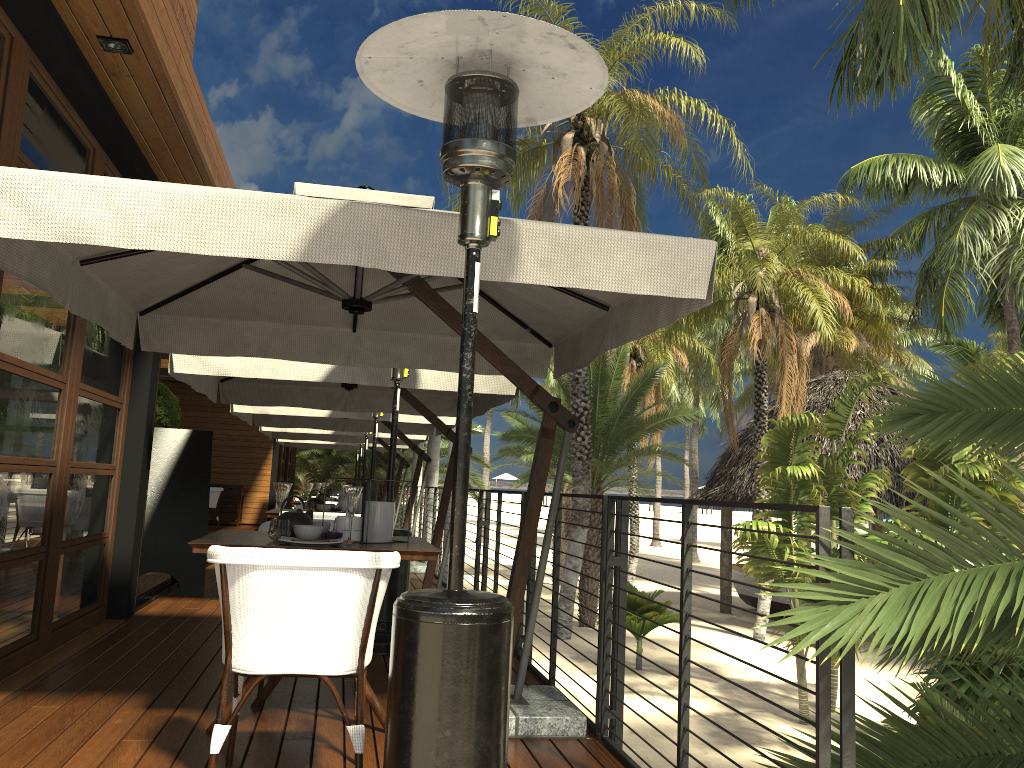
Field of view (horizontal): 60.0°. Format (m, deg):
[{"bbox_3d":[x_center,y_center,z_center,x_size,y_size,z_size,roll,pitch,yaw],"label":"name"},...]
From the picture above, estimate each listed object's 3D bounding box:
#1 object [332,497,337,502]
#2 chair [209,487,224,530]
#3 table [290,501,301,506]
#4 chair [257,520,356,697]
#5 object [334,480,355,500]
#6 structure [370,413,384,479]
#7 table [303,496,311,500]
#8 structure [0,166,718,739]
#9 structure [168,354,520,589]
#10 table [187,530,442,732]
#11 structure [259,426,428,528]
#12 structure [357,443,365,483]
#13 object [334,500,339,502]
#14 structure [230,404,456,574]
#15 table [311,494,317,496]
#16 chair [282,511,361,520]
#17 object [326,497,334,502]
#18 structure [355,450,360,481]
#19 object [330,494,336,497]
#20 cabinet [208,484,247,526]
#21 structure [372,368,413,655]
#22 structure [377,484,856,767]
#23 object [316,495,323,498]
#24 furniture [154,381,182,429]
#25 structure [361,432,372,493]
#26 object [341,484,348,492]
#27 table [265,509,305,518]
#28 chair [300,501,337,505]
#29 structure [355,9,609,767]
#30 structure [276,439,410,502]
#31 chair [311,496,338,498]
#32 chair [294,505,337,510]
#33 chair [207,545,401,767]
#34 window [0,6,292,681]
[{"bbox_3d":[-2.143,1.379,10.545,0.116,0.065,0.116,4,-7,-12],"label":"object"},{"bbox_3d":[-5.808,2.333,16.661,0.627,0.790,0.615,-3,-9,35],"label":"chair"},{"bbox_3d":[-2.103,1.762,10.296,0.931,0.751,0.929,4,-7,-10],"label":"table"},{"bbox_3d":[-0.978,1.096,4.462,0.627,0.790,0.615,4,-8,-9],"label":"chair"},{"bbox_3d":[-1.901,1.276,10.423,0.263,0.264,0.263,-2,-9,34],"label":"object"},{"bbox_3d":[-1.393,0.892,8.862,0.699,2.198,0.698,6,-8,-23],"label":"structure"},{"bbox_3d":[-2.741,2.128,13.594,0.931,0.751,0.929,4,-7,-10],"label":"table"},{"bbox_3d":[-0.725,0.261,3.887,2.413,2.339,2.408,4,-7,-10],"label":"structure"},{"bbox_3d":[-1.362,0.626,7.176,2.413,2.339,2.408,4,-7,-10],"label":"structure"},{"bbox_3d":[-0.827,1.030,3.700,0.931,0.751,0.929,4,-7,-10],"label":"table"},{"bbox_3d":[-2.634,1.356,13.753,2.413,2.339,2.408,4,-7,-10],"label":"structure"},{"bbox_3d":[-2.650,1.613,15.357,0.699,2.198,0.698,6,-8,-23],"label":"structure"},{"bbox_3d":[-2.001,1.354,10.187,0.080,0.042,0.080,-3,-9,40],"label":"object"},{"bbox_3d":[-1.998,0.991,10.464,2.413,2.339,2.408,4,-7,-10],"label":"structure"},{"bbox_3d":[-3.381,2.495,16.900,0.931,0.751,0.929,4,-7,-10],"label":"table"},{"bbox_3d":[-1.342,1.289,6.212,0.627,0.790,0.615,4,-8,-9],"label":"chair"},{"bbox_3d":[-2.098,1.336,10.169,0.116,0.065,0.116,4,-7,-12],"label":"object"},{"bbox_3d":[-3.281,1.975,18.618,0.699,2.198,0.698,6,-8,-23],"label":"structure"},{"bbox_3d":[-2.733,1.700,13.451,0.116,0.065,0.116,4,-7,-12],"label":"object"},{"bbox_3d":[-6.412,2.497,18.435,1.610,0.840,0.556,4,-8,-10],"label":"cabinet"},{"bbox_3d":[-0.753,0.525,5.552,0.699,2.198,0.698,6,-8,-23],"label":"structure"},{"bbox_3d":[-1.767,2.279,14.802,0.163,1.156,26.209,4,-7,-10],"label":"structure"},{"bbox_3d":[-2.203,1.316,10.135,0.086,0.086,0.086,3,-7,-6],"label":"object"},{"bbox_3d":[-6.594,0.990,13.742,2.614,2.729,2.689,5,-8,-20],"label":"furniture"},{"bbox_3d":[-2.021,1.252,12.105,0.699,2.198,0.698,6,-8,-23],"label":"structure"},{"bbox_3d":[-1.925,1.259,10.168,0.082,0.227,0.082,4,-8,-10],"label":"object"},{"bbox_3d":[-1.465,1.396,6.998,0.931,0.751,0.929,4,-7,-10],"label":"table"},{"bbox_3d":[-1.988,1.660,9.553,0.627,0.790,0.615,4,-8,-9],"label":"chair"},{"bbox_3d":[-0.130,0.167,2.331,0.699,2.198,0.698,6,-8,-23],"label":"structure"},{"bbox_3d":[-3.270,1.722,17.042,2.413,2.339,2.408,4,-7,-10],"label":"structure"},{"bbox_3d":[-2.632,2.029,12.881,0.627,0.790,0.615,4,-8,-9],"label":"chair"},{"bbox_3d":[-1.610,1.458,7.730,0.627,0.790,0.615,4,-8,-9],"label":"chair"},{"bbox_3d":[-0.700,0.921,2.898,0.627,0.790,0.615,4,-8,-9],"label":"chair"},{"bbox_3d":[-9.807,-6.143,19.933,14.472,18.009,38.366,8,-9,-33],"label":"window"}]
